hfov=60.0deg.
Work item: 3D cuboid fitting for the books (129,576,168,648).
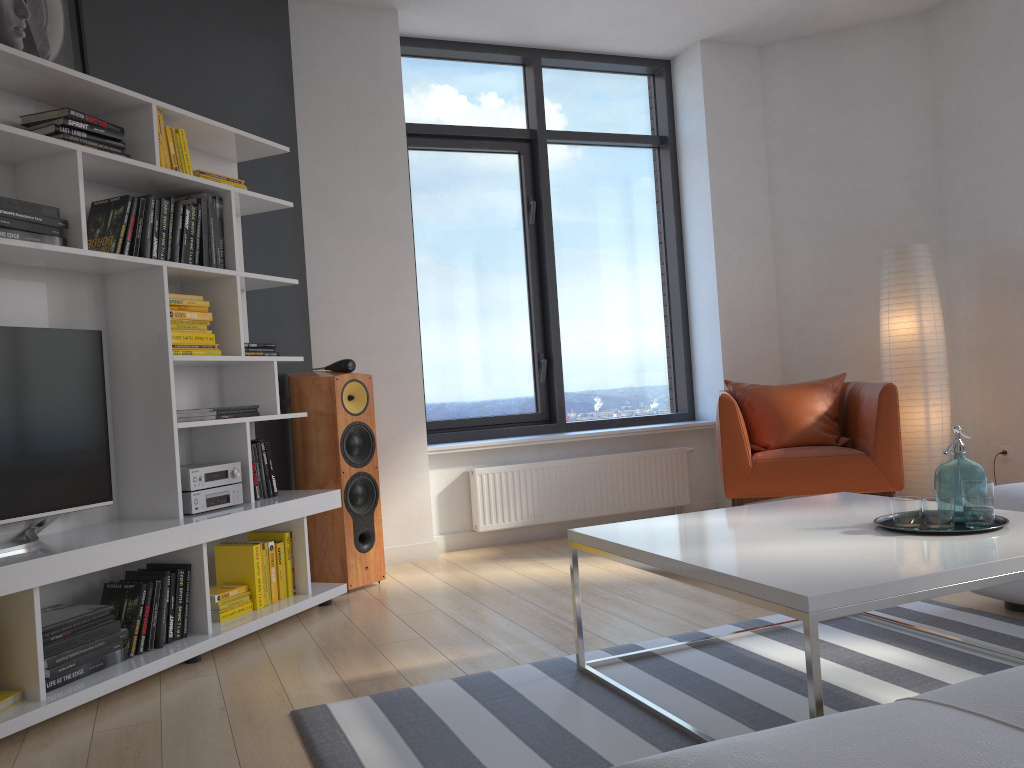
[{"bbox_3d":[-1.288,0.801,3.125,0.172,0.242,0.069,-4,0,24],"label":"books"}]

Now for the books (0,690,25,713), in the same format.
[{"bbox_3d":[-1.576,0.921,2.517,0.270,0.029,0.204,-4,0,8],"label":"books"}]

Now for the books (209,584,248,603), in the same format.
[{"bbox_3d":[-1.158,0.825,3.496,0.138,0.026,0.186,-4,0,23],"label":"books"}]

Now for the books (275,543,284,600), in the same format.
[{"bbox_3d":[-1.047,0.789,3.744,0.172,0.234,0.024,-4,0,23],"label":"books"}]

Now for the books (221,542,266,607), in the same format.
[{"bbox_3d":[-1.100,0.780,3.636,0.199,0.263,0.015,-4,0,23],"label":"books"}]

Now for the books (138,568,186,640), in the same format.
[{"bbox_3d":[-1.277,0.795,3.215,0.191,0.249,0.084,-4,0,23],"label":"books"}]

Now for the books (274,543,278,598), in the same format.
[{"bbox_3d":[-1.060,0.788,3.723,0.169,0.239,0.023,-4,0,23],"label":"books"}]

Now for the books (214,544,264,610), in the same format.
[{"bbox_3d":[-1.110,0.782,3.607,0.198,0.255,0.044,-4,0,23],"label":"books"}]

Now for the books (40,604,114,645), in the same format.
[{"bbox_3d":[-1.488,0.770,2.847,0.250,0.047,0.310,-4,0,18],"label":"books"}]

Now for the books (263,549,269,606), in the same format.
[{"bbox_3d":[-1.073,0.795,3.644,0.156,0.229,0.024,-4,0,23],"label":"books"}]

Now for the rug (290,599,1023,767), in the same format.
[{"bbox_3d":[0.739,0.848,2.242,2.326,0.016,1.662,-4,0,-22],"label":"rug"}]

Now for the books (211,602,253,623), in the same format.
[{"bbox_3d":[-1.141,0.896,3.492,0.147,0.033,0.190,-4,0,23],"label":"books"}]

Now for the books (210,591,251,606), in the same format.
[{"bbox_3d":[-1.144,0.844,3.494,0.134,0.014,0.187,-4,0,23],"label":"books"}]

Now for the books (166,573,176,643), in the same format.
[{"bbox_3d":[-1.287,0.801,3.179,0.179,0.243,0.068,-4,0,22],"label":"books"}]

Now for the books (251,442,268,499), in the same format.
[{"bbox_3d":[-1.131,0.372,3.783,0.169,0.242,0.050,-4,0,22],"label":"books"}]

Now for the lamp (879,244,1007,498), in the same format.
[{"bbox_3d":[2.479,-0.024,4.930,0.804,1.550,0.502,-4,0,28],"label":"lamp"}]

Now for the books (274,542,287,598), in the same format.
[{"bbox_3d":[-1.040,0.789,3.769,0.172,0.234,0.024,-4,0,23],"label":"books"}]

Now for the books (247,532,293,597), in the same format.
[{"bbox_3d":[-1.035,0.771,3.798,0.204,0.270,0.029,-4,0,23],"label":"books"}]

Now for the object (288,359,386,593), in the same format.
[{"bbox_3d":[-0.880,0.434,4.284,0.434,1.088,0.290,-4,0,38],"label":"object"}]

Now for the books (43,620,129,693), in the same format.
[{"bbox_3d":[-1.459,0.861,2.843,0.277,0.137,0.343,-4,0,18],"label":"books"}]

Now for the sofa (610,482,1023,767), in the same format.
[{"bbox_3d":[1.635,0.424,1.818,3.424,0.732,2.614,-4,0,-22],"label":"sofa"}]

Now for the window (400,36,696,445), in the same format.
[{"bbox_3d":[0.201,-0.892,5.594,1.960,2.402,0.170,-4,0,-22],"label":"window"}]

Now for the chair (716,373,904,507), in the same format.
[{"bbox_3d":[1.573,0.382,4.853,0.896,0.858,0.843,-4,0,10],"label":"chair"}]

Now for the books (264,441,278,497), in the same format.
[{"bbox_3d":[-1.111,0.371,3.839,0.177,0.242,0.066,-4,0,23],"label":"books"}]

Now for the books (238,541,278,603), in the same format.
[{"bbox_3d":[-1.070,0.782,3.695,0.185,0.250,0.035,-4,0,23],"label":"books"}]

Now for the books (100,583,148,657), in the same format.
[{"bbox_3d":[-1.346,0.807,3.042,0.182,0.234,0.104,-4,0,23],"label":"books"}]

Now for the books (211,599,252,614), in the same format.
[{"bbox_3d":[-1.146,0.873,3.495,0.148,0.011,0.196,-4,0,23],"label":"books"}]

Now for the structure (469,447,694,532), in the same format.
[{"bbox_3d":[0.461,0.662,5.291,1.474,0.460,0.110,-4,0,-22],"label":"structure"}]

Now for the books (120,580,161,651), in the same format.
[{"bbox_3d":[-1.313,0.806,3.098,0.169,0.233,0.081,-4,0,22],"label":"books"}]

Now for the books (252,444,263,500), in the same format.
[{"bbox_3d":[-1.146,0.376,3.766,0.170,0.236,0.049,-4,0,23],"label":"books"}]

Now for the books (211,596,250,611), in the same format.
[{"bbox_3d":[-1.131,0.858,3.482,0.113,0.018,0.169,-4,0,24],"label":"books"}]

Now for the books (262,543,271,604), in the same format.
[{"bbox_3d":[-1.082,0.783,3.671,0.180,0.251,0.019,-4,0,23],"label":"books"}]

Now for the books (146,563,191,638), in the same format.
[{"bbox_3d":[-1.265,0.790,3.246,0.197,0.260,0.066,-4,0,23],"label":"books"}]

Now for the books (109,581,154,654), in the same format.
[{"bbox_3d":[-1.337,0.808,3.074,0.187,0.234,0.096,-4,0,23],"label":"books"}]

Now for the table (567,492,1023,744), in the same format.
[{"bbox_3d":[0.894,0.616,2.444,1.091,0.435,1.091,-4,0,-22],"label":"table"}]

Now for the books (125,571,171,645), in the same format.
[{"bbox_3d":[-1.303,0.795,3.156,0.192,0.254,0.075,-4,0,22],"label":"books"}]

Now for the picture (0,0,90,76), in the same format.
[{"bbox_3d":[-1.870,-1.369,2.767,0.076,0.707,1.279,-4,0,23],"label":"picture"}]

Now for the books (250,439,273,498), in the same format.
[{"bbox_3d":[-1.130,0.367,3.814,0.193,0.255,0.066,-4,0,22],"label":"books"}]

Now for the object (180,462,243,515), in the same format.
[{"bbox_3d":[-1.259,0.412,3.501,0.270,0.174,0.285,-4,0,23],"label":"object"}]

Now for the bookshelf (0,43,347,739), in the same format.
[{"bbox_3d":[-1.593,-0.010,2.660,0.455,2.052,3.000,-4,0,23],"label":"bookshelf"}]

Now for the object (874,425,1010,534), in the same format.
[{"bbox_3d":[1.144,0.248,2.391,0.330,0.265,0.330,-4,0,2],"label":"object"}]

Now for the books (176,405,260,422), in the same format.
[{"bbox_3d":[-1.238,0.123,3.671,0.250,0.047,0.310,-4,0,18],"label":"books"}]

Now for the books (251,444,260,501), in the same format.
[{"bbox_3d":[-1.162,0.377,3.746,0.189,0.240,0.053,-4,0,23],"label":"books"}]

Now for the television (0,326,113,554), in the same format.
[{"bbox_3d":[-1.685,0.170,2.694,0.207,0.704,1.102,-4,0,23],"label":"television"}]

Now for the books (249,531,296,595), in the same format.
[{"bbox_3d":[-1.033,0.771,3.826,0.213,0.270,0.025,-4,0,23],"label":"books"}]
